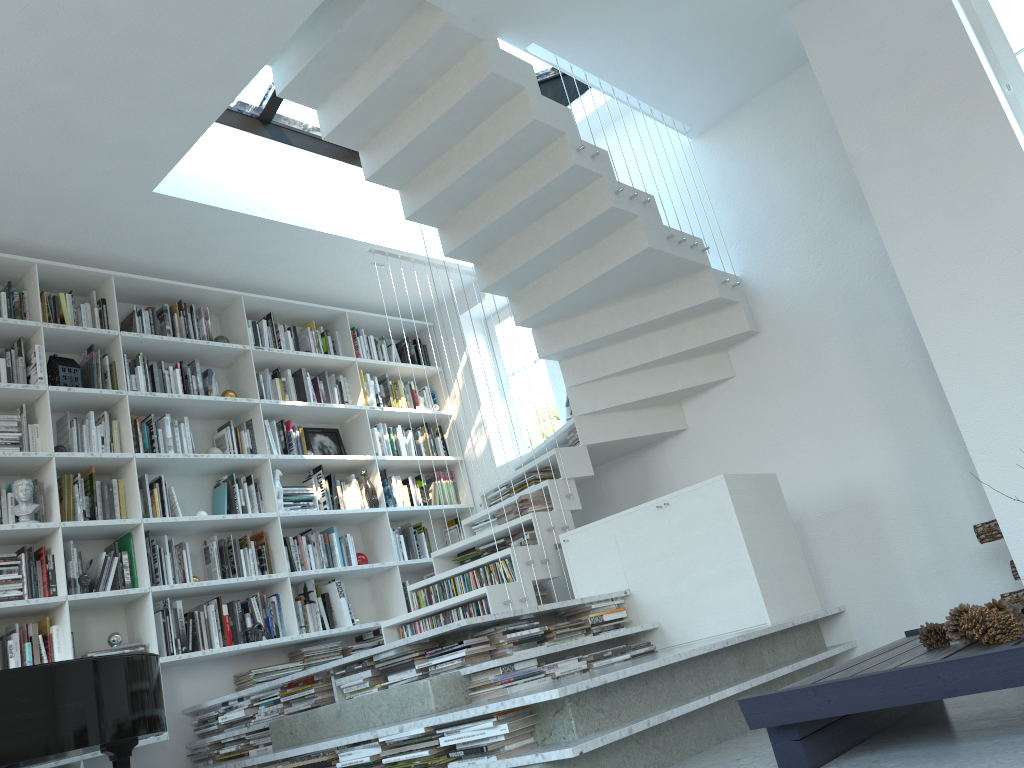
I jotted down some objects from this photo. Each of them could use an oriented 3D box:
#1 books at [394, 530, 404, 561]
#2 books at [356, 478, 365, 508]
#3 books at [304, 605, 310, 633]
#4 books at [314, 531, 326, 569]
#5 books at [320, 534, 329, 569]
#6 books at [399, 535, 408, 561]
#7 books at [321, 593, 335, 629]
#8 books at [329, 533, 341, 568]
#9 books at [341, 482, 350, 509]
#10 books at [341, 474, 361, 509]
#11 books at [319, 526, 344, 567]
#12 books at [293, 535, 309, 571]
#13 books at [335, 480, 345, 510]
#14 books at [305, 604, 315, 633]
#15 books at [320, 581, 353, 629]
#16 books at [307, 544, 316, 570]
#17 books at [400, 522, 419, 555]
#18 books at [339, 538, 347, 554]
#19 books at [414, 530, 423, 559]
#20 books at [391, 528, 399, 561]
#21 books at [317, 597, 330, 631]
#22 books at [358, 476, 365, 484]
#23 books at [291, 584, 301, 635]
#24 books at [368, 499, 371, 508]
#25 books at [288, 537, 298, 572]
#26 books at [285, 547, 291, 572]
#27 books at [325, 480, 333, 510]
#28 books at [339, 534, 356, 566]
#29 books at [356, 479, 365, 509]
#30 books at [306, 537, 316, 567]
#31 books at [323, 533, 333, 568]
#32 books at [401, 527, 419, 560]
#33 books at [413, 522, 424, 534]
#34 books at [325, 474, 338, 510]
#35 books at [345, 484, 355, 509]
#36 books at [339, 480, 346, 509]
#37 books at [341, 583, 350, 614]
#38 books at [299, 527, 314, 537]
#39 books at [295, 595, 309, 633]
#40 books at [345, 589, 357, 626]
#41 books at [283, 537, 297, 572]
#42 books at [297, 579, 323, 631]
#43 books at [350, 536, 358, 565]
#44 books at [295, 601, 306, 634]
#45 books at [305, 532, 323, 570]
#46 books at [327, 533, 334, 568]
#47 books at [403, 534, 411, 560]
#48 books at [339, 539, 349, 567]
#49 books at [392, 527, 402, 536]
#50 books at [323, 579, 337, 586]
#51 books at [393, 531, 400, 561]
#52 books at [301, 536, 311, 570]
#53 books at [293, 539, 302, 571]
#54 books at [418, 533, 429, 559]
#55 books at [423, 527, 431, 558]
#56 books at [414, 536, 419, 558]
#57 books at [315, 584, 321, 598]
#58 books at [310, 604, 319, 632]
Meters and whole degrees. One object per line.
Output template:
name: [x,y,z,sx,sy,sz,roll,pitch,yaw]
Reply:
books: [-0.826,1.150,6.142,0.151,0.241,0.022,-28,-22,37]
books: [-1.077,0.790,6.077,0.145,0.254,0.024,-28,-22,37]
books: [-1.295,1.449,5.425,0.137,0.209,0.025,-28,-22,37]
books: [-1.262,1.088,5.640,0.187,0.261,0.012,-28,-22,37]
books: [-1.249,1.106,5.683,0.166,0.245,0.026,-28,-22,37]
books: [-0.800,1.168,6.152,0.173,0.201,0.029,-28,-22,37]
books: [-1.188,1.444,5.543,0.172,0.238,0.031,-28,-22,37]
books: [-1.184,1.106,5.727,0.190,0.243,0.023,-28,-22,37]
books: [-1.160,0.796,5.999,0.129,0.234,0.028,-28,-22,37]
books: [-1.109,0.772,6.023,0.192,0.270,0.021,-28,-22,37]
books: [-1.176,1.087,5.754,0.181,0.289,0.026,-28,-22,37]
books: [-1.354,1.088,5.542,0.186,0.245,0.045,-28,-22,37]
books: [-1.190,0.783,5.945,0.147,0.241,0.031,-28,-22,37]
books: [-1.274,1.461,5.443,0.140,0.187,0.030,-28,-22,37]
books: [-1.129,1.408,5.564,0.255,0.290,0.075,-28,-22,37]
books: [-1.308,1.123,5.580,0.186,0.181,0.028,-28,-22,37]
books: [-0.728,1.139,6.276,0.141,0.296,0.013,-28,-22,37]
books: [-1.133,1.133,5.808,0.140,0.218,0.037,-28,-22,37]
books: [-0.707,1.168,6.273,0.172,0.229,0.014,-28,-22,37]
books: [-0.861,1.138,6.094,0.176,0.251,0.024,-28,-22,37]
books: [-1.217,1.449,5.500,0.185,0.216,0.052,-28,-22,37]
books: [-1.040,0.788,6.147,0.139,0.282,0.029,-28,-22,37]
books: [-1.354,1.395,5.407,0.131,0.326,0.013,-28,-21,37]
books: [-1.026,0.823,6.094,0.166,0.178,0.027,-28,-22,37]
books: [-1.396,1.091,5.521,0.143,0.246,0.024,-28,-22,37]
books: [-1.425,1.113,5.460,0.163,0.183,0.022,-28,-22,37]
books: [-1.258,0.774,5.854,0.179,0.236,0.030,-28,-22,37]
books: [-1.108,1.123,5.828,0.181,0.235,0.025,-28,-22,37]
books: [-1.086,0.789,6.042,0.177,0.238,0.041,-28,-22,37]
books: [-1.307,1.106,5.608,0.179,0.228,0.012,-28,-22,37]
books: [-1.222,1.099,5.686,0.177,0.248,0.014,-28,-22,37]
books: [-0.744,1.146,6.207,0.184,0.248,0.027,-28,-22,37]
books: [-0.671,1.146,6.323,0.161,0.283,0.011,-28,-22,37]
books: [-1.228,0.758,5.906,0.167,0.281,0.059,-28,-22,37]
books: [-1.135,0.806,6.012,0.156,0.212,0.025,-28,-22,37]
books: [-1.183,0.788,5.980,0.133,0.249,0.031,-28,-22,37]
books: [-1.100,1.428,5.643,0.160,0.286,0.025,-28,-22,37]
books: [-1.287,1.076,5.647,0.148,0.298,0.013,-28,-22,37]
books: [-1.304,1.428,5.409,0.157,0.242,0.015,-28,-22,37]
books: [-1.076,1.441,5.679,0.148,0.273,0.062,-28,-22,37]
books: [-1.412,1.086,5.487,0.177,0.243,0.047,-28,-22,37]
books: [-1.253,1.394,5.492,0.169,0.332,0.014,-28,-22,37]
books: [-1.090,1.131,5.846,0.170,0.222,0.027,-28,-22,37]
books: [-1.321,1.444,5.397,0.164,0.213,0.023,-28,-22,37]
books: [-1.280,1.087,5.612,0.192,0.254,0.028,-28,-22,37]
books: [-1.215,1.109,5.731,0.161,0.253,0.012,-28,-22,37]
books: [-0.775,1.173,6.198,0.149,0.207,0.025,-28,-22,37]
books: [-1.142,1.133,5.772,0.190,0.200,0.030,-28,-22,37]
books: [-0.803,1.147,6.192,0.133,0.266,0.024,-28,-22,37]
books: [-1.133,1.417,5.648,0.136,0.325,0.012,-28,-21,37]
books: [-0.844,1.150,6.118,0.153,0.235,0.037,-28,-22,37]
books: [-1.341,1.099,5.576,0.177,0.238,0.026,-28,-22,37]
books: [-1.373,1.099,5.522,0.163,0.222,0.011,-28,-22,37]
books: [-0.666,1.178,6.295,0.175,0.204,0.021,-28,-22,37]
books: [-0.652,1.167,6.351,0.161,0.253,0.012,-28,-22,37]
books: [-0.730,1.182,6.247,0.164,0.200,0.027,-28,-22,37]
books: [-1.222,1.420,5.549,0.132,0.303,0.010,-28,-22,37]
books: [-1.251,1.462,5.459,0.149,0.184,0.024,-28,-22,37]
